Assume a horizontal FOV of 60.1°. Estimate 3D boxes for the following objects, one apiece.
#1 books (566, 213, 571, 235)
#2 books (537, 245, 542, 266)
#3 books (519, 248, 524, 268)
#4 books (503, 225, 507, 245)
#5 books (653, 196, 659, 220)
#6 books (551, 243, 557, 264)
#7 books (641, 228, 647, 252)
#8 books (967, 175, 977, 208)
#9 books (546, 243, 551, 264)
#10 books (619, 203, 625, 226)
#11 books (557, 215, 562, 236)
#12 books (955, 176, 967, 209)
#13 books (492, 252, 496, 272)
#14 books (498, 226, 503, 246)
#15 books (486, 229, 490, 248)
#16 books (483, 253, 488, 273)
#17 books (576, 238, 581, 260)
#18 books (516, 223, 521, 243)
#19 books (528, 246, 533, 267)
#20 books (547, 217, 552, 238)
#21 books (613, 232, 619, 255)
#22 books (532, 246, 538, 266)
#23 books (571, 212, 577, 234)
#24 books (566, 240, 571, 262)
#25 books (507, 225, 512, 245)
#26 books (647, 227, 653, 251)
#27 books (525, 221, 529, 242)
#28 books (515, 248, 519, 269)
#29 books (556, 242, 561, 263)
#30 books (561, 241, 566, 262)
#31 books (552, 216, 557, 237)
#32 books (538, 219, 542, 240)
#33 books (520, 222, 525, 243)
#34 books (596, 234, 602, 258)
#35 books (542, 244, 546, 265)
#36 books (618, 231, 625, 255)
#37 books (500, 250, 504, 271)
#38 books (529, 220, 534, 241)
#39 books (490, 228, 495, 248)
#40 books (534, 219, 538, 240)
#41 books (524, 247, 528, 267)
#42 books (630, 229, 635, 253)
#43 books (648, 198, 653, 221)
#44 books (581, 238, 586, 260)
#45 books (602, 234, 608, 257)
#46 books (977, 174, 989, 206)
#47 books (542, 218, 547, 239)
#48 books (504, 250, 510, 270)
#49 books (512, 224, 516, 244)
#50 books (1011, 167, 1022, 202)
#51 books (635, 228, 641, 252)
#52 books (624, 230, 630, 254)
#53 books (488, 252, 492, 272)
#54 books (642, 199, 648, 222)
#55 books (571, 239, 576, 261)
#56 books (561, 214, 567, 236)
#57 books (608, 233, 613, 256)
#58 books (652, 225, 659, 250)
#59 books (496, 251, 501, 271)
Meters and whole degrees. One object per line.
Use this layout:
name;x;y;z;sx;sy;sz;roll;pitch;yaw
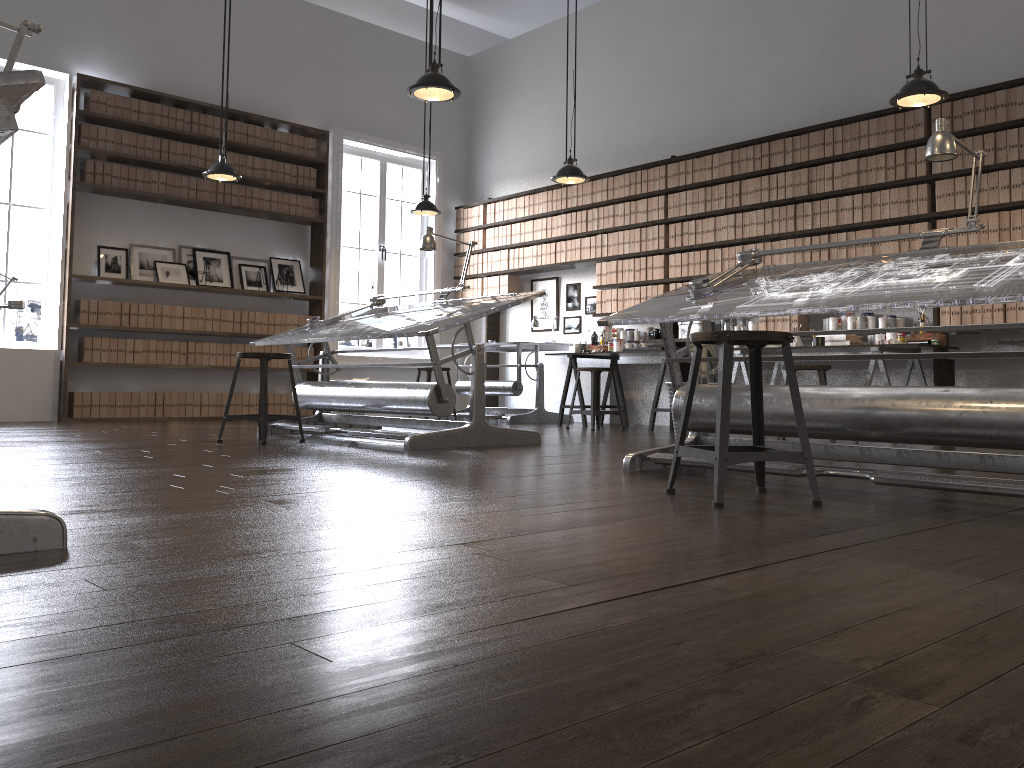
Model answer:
books;0.638;-1.613;9.013;0.174;0.226;0.067;3;-4;-42
books;0.350;-1.340;9.312;0.174;0.226;0.067;3;-4;-42
books;0.164;-1.342;9.526;0.174;0.226;0.066;3;-4;-42
books;-0.017;-1.619;9.749;0.174;0.226;0.066;3;-4;-42
books;1.383;-1.606;8.191;0.174;0.226;0.066;3;-4;-42
books;0.487;-1.339;9.162;0.174;0.226;0.067;3;-4;-42
books;1.285;-1.339;8.284;0.174;0.226;0.066;3;-4;-42
books;3.218;-1.319;6.135;0.174;0.226;0.066;3;-4;-42
books;0.441;-1.339;9.221;0.174;0.226;0.066;3;-4;-42
books;1.107;-1.608;8.496;0.174;0.226;0.066;3;-4;-42
books;0.543;-1.614;9.122;0.174;0.226;0.066;3;-4;-42
books;3.167;-1.320;6.186;0.174;0.226;0.066;3;-4;-42
books;-0.135;-1.352;9.862;0.174;0.226;0.066;3;-4;-42
books;-0.063;-1.620;9.796;0.174;0.226;0.066;3;-4;-42
books;-0.203;-1.621;9.950;0.174;0.226;0.066;3;-4;-42
books;-0.236;-1.353;9.962;0.174;0.226;0.066;3;-4;-42
books;0.724;-1.337;8.897;0.174;0.226;0.067;3;-4;-42
books;0.127;-1.618;9.583;0.174;0.226;0.066;3;-4;-42
books;0.256;-1.341;9.421;0.174;0.226;0.066;3;-4;-42
books;0.451;-1.615;9.227;0.174;0.226;0.066;3;-4;-42
books;1.057;-1.341;8.536;0.174;0.226;0.066;3;-4;-42
books;0.302;-1.341;9.365;0.174;0.226;0.066;3;-4;-42
books;0.683;-1.613;8.968;0.174;0.226;0.066;3;-4;-42
books;0.635;-1.338;9.004;0.174;0.226;0.066;3;-4;-42
books;0.028;-1.619;9.691;0.174;0.226;0.067;3;-4;-42
books;1.333;-1.338;8.231;0.174;0.226;0.066;3;-4;-42
books;0.225;-1.617;9.480;0.174;0.226;0.066;3;-4;-42
books;0.114;-1.343;9.576;0.174;0.226;0.067;3;-4;-42
books;0.541;-1.338;9.110;0.174;0.226;0.066;3;-4;-42
books;0.585;-1.338;9.054;0.174;0.226;0.066;3;-4;-42
books;0.499;-1.614;9.177;0.174;0.226;0.066;3;-4;-42
books;0.354;-1.616;9.332;0.174;0.226;0.066;3;-4;-42
books;0.177;-1.617;9.533;0.174;0.226;0.066;3;-4;-42
books;0.911;-1.342;8.689;0.174;0.226;0.066;3;-4;-42
books;0.396;-1.340;9.268;0.174;0.226;0.066;3;-4;-42
books;1.101;-1.340;8.481;0.174;0.226;0.067;3;-4;-42
books;-0.041;-1.351;9.752;0.174;0.226;0.066;3;-4;-42
books;0.265;-1.616;9.426;0.174;0.226;0.067;3;-4;-42
books;-0.157;-1.620;9.894;0.174;0.226;0.066;3;-4;-42
books;0.313;-1.616;9.380;0.174;0.226;0.066;3;-4;-42
books;0.212;-1.342;9.476;0.174;0.226;0.066;3;-4;-42
books;1.194;-1.339;8.383;0.174;0.226;0.066;3;-4;-42
books;1.342;-1.606;8.238;0.174;0.226;0.066;3;-4;-42
books;0.772;-1.336;8.851;0.174;0.226;0.066;3;-4;-42
books;0.962;-1.342;8.638;0.174;0.226;0.066;3;-4;-42
books;3.268;-1.319;6.086;0.174;0.226;0.066;3;-4;-42
books;0.401;-1.615;9.277;0.174;0.226;0.067;3;-4;-42
books;-0.002;-1.351;9.702;0.174;0.226;0.067;3;-4;-42
books;0.083;-1.618;9.638;0.174;0.226;0.066;3;-4;-42
books;3.407;-1.318;5.925;0.174;0.226;0.066;3;-4;-42
books;1.236;-1.339;8.330;0.174;0.226;0.067;3;-4;-42
books;1.151;-1.340;8.428;0.174;0.226;0.066;3;-4;-42
books;-0.185;-1.352;9.911;0.174;0.226;0.066;3;-4;-42
books;1.294;-1.607;8.285;0.174;0.226;0.067;3;-4;-42
books;0.683;-1.337;8.951;0.174;0.226;0.066;3;-4;-42
books;0.589;-1.613;9.066;0.174;0.226;0.066;3;-4;-42
books;1.012;-1.341;8.589;0.174;0.226;0.066;3;-4;-42
books;1.377;-1.338;8.176;0.174;0.226;0.066;3;-4;-42
books;-0.090;-1.352;9.808;0.174;0.226;0.066;3;-4;-42
